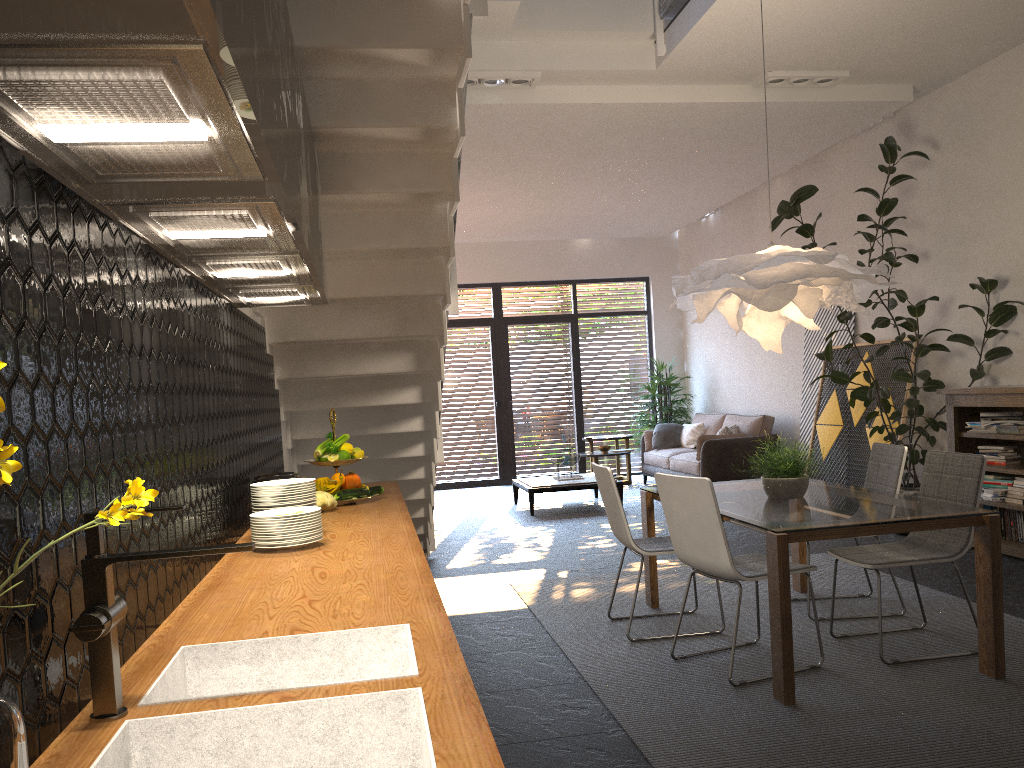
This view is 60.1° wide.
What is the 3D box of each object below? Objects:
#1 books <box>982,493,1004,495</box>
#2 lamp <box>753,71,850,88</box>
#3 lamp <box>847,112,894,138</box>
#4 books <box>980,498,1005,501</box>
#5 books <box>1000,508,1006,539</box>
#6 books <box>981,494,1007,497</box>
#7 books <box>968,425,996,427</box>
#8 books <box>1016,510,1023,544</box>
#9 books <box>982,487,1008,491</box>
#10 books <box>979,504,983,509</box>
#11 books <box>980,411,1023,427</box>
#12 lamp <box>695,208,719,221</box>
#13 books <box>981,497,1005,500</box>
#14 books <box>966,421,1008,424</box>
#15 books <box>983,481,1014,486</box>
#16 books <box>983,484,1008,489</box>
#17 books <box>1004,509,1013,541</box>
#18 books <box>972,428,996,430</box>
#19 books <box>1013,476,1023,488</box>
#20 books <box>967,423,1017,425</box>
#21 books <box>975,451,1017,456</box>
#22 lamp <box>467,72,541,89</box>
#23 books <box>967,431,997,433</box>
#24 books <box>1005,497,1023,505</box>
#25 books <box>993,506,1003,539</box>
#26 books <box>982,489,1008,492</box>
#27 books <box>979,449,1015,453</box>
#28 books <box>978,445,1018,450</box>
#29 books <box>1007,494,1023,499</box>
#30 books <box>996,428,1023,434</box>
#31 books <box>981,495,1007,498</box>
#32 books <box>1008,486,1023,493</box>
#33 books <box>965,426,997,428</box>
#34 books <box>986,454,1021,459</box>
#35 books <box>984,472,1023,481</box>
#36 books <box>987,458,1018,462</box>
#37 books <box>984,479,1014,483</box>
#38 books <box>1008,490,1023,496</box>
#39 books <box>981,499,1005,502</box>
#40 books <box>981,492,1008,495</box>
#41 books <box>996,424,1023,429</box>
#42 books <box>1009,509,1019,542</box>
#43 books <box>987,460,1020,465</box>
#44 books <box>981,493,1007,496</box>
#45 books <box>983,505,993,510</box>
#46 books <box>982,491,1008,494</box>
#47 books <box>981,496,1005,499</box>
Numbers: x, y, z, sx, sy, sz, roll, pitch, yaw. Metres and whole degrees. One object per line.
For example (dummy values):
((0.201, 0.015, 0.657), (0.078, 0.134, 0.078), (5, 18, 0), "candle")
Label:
((3.448, 0.771, 6.335), (0.218, 0.008, 0.288), (-3, -1, -5), "books")
((2.152, -2.284, 6.602), (0.644, 0.066, 0.253), (-3, 0, -9), "lamp")
((3.113, -2.329, 7.920), (0.253, 0.066, 0.644), (-3, -1, -9), "lamp")
((3.447, 0.809, 6.343), (0.218, 0.007, 0.304), (-3, -1, -5), "books")
((3.558, 0.975, 6.292), (0.171, 0.241, 0.055), (-4, 2, -9), "books")
((3.452, 0.782, 6.341), (0.218, 0.008, 0.288), (-3, -1, -3), "books")
((3.494, 0.292, 6.356), (0.252, 0.011, 0.319), (-3, -1, -38), "books")
((3.576, 0.972, 6.109), (0.167, 0.242, 0.104), (-4, 2, -9), "books")
((3.451, 0.741, 6.330), (0.218, 0.013, 0.304), (-3, -1, -5), "books")
((3.521, 0.982, 6.516), (0.171, 0.235, 0.100), (-4, 2, -9), "books")
((3.517, 0.256, 6.304), (0.322, 0.109, 0.272), (-4, 0, 26), "books")
((2.491, -2.257, 11.716), (0.253, 0.066, 0.644), (-3, -1, -9), "lamp")
((3.447, 0.801, 6.341), (0.218, 0.008, 0.304), (-3, -1, -5), "books")
((3.497, 0.271, 6.382), (0.252, 0.011, 0.318), (-3, -1, -33), "books")
((3.516, 0.701, 6.325), (0.175, 0.023, 0.249), (-3, -1, -24), "books")
((3.518, 0.724, 6.326), (0.175, 0.023, 0.249), (-3, -1, -29), "books")
((3.567, 0.982, 6.240), (0.171, 0.225, 0.083), (-4, 2, -9), "books")
((3.507, 0.313, 6.331), (0.252, 0.011, 0.319), (-3, -1, -43), "books")
((3.577, 0.666, 6.083), (0.216, 0.069, 0.158), (-3, 0, 0), "books")
((3.497, 0.282, 6.374), (0.252, 0.011, 0.319), (-3, -1, -38), "books")
((3.502, 0.500, 6.404), (0.162, 0.023, 0.231), (-3, -1, -9), "books")
((-0.135, -2.152, 6.233), (0.644, 0.066, 0.253), (-3, 0, -9), "lamp")
((3.490, 0.336, 6.354), (0.252, 0.011, 0.319), (-3, -1, -36), "books")
((3.560, 0.795, 6.088), (0.243, 0.034, 0.179), (-3, 0, -7), "books")
((3.544, 0.977, 6.348), (0.167, 0.241, 0.099), (-4, 2, -9), "books")
((3.452, 0.749, 6.332), (0.218, 0.008, 0.304), (-3, -1, -5), "books")
((3.502, 0.477, 6.396), (0.221, 0.023, 0.147), (-4, -1, 32), "books")
((3.505, 0.456, 6.390), (0.155, 0.020, 0.205), (-3, -1, -24), "books")
((3.565, 0.766, 6.095), (0.227, 0.024, 0.166), (-3, 0, -11), "books")
((3.517, 0.322, 6.139), (0.179, 0.034, 0.243), (-3, 0, -6), "books")
((3.451, 0.787, 6.341), (0.218, 0.008, 0.288), (-3, -1, -3), "books")
((3.564, 0.715, 6.077), (0.225, 0.029, 0.179), (-3, 0, -6), "books")
((3.490, 0.304, 6.372), (0.252, 0.011, 0.318), (-3, -1, -28), "books")
((3.507, 0.521, 6.398), (0.174, 0.019, 0.244), (-3, -1, -24), "books")
((3.533, 0.660, 6.322), (0.193, 0.028, 0.246), (-3, -1, -29), "books")
((3.510, 0.541, 6.393), (0.154, 0.022, 0.205), (-3, -1, -29), "books")
((3.533, 0.681, 6.321), (0.192, 0.014, 0.255), (-3, -1, -21), "books")
((3.574, 0.741, 6.084), (0.243, 0.024, 0.175), (-3, 0, -2), "books")
((3.448, 0.816, 6.341), (0.218, 0.008, 0.304), (-3, -1, -10), "books")
((3.446, 0.764, 6.332), (0.218, 0.008, 0.304), (-3, -1, -6), "books")
((3.508, 0.293, 6.145), (0.166, 0.024, 0.227), (-3, -1, -5), "books")
((3.576, 0.973, 6.181), (0.171, 0.241, 0.084), (-4, 2, -9), "books")
((3.517, 0.562, 6.395), (0.158, 0.021, 0.224), (-3, -1, -24), "books")
((3.453, 0.776, 6.332), (0.218, 0.006, 0.304), (-3, -1, -5), "books")
((3.534, 0.980, 6.436), (0.171, 0.236, 0.107), (-4, 2, -9), "books")
((3.448, 0.757, 6.332), (0.218, 0.008, 0.304), (-3, -1, -6), "books")
((3.445, 0.793, 6.342), (0.218, 0.013, 0.304), (-3, -1, -5), "books")
